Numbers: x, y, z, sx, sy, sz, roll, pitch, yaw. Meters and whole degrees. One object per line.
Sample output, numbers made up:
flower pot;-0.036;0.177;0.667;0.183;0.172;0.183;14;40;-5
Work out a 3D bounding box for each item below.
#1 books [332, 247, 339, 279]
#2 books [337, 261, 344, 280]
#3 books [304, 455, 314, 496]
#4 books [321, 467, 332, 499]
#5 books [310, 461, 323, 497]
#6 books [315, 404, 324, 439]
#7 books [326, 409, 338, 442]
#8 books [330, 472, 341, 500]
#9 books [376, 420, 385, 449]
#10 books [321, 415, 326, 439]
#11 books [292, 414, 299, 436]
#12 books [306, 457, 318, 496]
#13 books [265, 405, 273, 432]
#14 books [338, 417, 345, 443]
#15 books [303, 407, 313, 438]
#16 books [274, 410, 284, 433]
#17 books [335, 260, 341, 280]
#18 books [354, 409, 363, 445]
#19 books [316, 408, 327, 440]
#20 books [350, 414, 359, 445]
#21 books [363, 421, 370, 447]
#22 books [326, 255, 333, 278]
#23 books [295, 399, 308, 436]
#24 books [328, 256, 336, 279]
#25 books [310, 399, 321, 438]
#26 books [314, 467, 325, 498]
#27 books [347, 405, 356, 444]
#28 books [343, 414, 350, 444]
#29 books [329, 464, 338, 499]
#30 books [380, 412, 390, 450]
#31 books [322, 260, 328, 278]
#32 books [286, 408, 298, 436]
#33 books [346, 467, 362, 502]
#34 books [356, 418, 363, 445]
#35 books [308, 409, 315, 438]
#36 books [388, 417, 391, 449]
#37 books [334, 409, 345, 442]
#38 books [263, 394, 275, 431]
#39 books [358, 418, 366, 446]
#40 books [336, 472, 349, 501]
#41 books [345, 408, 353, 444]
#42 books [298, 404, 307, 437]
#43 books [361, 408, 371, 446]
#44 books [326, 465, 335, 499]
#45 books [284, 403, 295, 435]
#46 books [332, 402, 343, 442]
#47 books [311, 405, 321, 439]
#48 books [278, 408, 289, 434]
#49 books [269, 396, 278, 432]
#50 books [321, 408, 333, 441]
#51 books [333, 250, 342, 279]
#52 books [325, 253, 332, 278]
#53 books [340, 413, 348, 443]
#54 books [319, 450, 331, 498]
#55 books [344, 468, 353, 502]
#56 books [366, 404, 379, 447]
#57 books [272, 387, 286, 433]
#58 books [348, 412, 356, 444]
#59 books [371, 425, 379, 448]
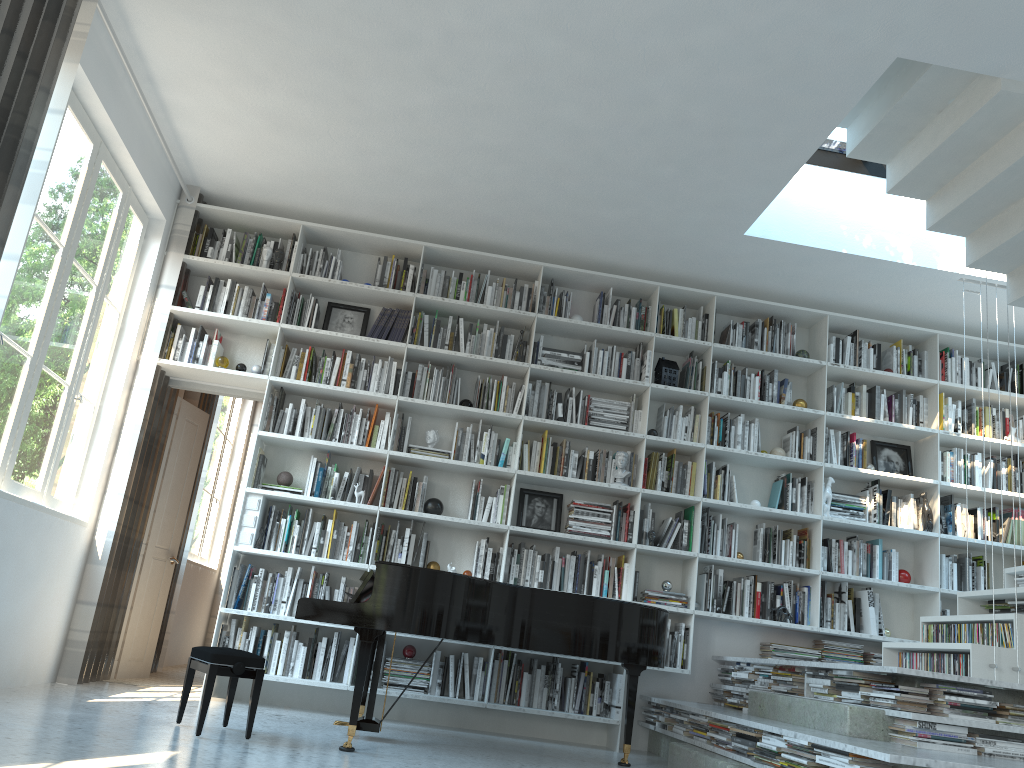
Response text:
books;-1.240;-0.794;6.229;0.007;0.300;0.146;9;-16;-5
books;-1.209;-0.743;6.224;0.013;0.209;0.137;9;-16;-5
books;-1.328;0.622;5.820;0.012;0.284;0.160;9;-16;-5
books;-1.219;0.670;5.838;0.030;0.230;0.148;9;-16;-5
books;-1.286;0.645;5.826;0.031;0.254;0.143;9;-16;-5
books;-1.285;0.281;5.925;0.011;0.270;0.158;9;-16;-5
books;-1.203;0.304;5.940;0.048;0.255;0.142;9;-16;-5
books;-1.155;0.690;5.802;0.029;0.189;0.189;9;-16;-5
books;-0.887;0.368;5.953;0.031;0.222;0.145;9;-16;-5
books;-1.257;0.321;5.929;0.010;0.203;0.139;9;-16;-5
books;-1.437;0.303;5.919;0.021;0.187;0.129;9;-16;-5
books;-1.311;0.630;5.818;0.024;0.272;0.151;9;-16;-5
books;-1.602;0.259;5.885;0.026;0.208;0.155;9;-16;-5
books;-1.138;0.338;5.932;0.021;0.204;0.130;9;-16;-5
books;-1.364;0.286;5.926;0.049;0.242;0.139;9;-16;-5
books;-1.536;0.279;5.875;0.037;0.181;0.189;9;-16;-5
books;-1.221;-0.744;6.212;0.014;0.201;0.171;9;-16;-5
books;-1.028;0.317;5.936;0.015;0.274;0.157;9;-16;-5
books;-1.268;0.296;5.907;0.024;0.236;0.167;9;-16;-5
books;-1.055;0.336;5.957;0.028;0.241;0.132;9;-16;-5
books;-0.974;0.362;5.939;0.013;0.203;0.162;9;-16;-5
books;-1.274;-0.764;6.202;0.013;0.219;0.181;9;-16;-5
books;-1.406;0.256;5.913;0.023;0.280;0.174;9;-16;-5
books;-1.257;-0.760;6.196;0.021;0.213;0.174;9;-16;-5
books;-1.314;0.263;5.917;0.011;0.292;0.184;9;-16;-5
books;-1.255;0.664;5.794;0.029;0.207;0.190;9;-16;-5
books;-1.080;0.301;5.958;0.011;0.303;0.130;9;-16;-5
books;-1.107;0.331;5.935;0.013;0.227;0.152;9;-16;-5
books;-1.172;0.661;5.821;0.011;0.249;0.172;9;-16;-5
books;-0.855;0.344;5.969;0.027;0.285;0.148;9;-16;-5
books;-1.308;-0.750;6.198;0.026;0.182;0.162;9;-16;-5
books;-1.454;0.280;5.877;0.028;0.203;0.188;9;-16;-5
books;-1.041;0.682;5.839;0.060;0.254;0.159;9;-16;-5
books;-1.021;0.350;5.942;0.012;0.216;0.160;9;-16;-5
books;-1.331;0.292;5.909;0.014;0.229;0.148;9;-16;-5
books;-0.826;0.363;5.968;0.036;0.257;0.123;9;-16;-5
books;-1.156;0.310;5.937;0.021;0.256;0.156;9;-16;-5
books;-1.617;0.223;5.903;0.012;0.284;0.160;9;-16;-5
books;-1.005;0.352;5.948;0.021;0.220;0.149;9;-16;-5
books;-1.115;0.694;5.841;0.056;0.213;0.143;9;-16;-5
books;-1.091;0.310;5.938;0.012;0.271;0.146;9;-16;-5
books;-1.390;0.273;5.901;0.011;0.245;0.177;9;-16;-5
books;-0.984;0.322;5.964;0.015;0.292;0.144;9;-16;-5
books;-1.191;0.664;5.837;0.022;0.248;0.129;9;-16;-5
books;-1.478;0.263;5.889;0.022;0.235;0.177;9;-16;-5
books;-1.168;0.284;5.932;0.013;0.299;0.152;9;-16;-5
books;-1.301;0.285;5.904;0.021;0.246;0.189;9;-16;-5
books;-1.513;0.275;5.898;0.042;0.208;0.144;9;-16;-5
books;-1.574;0.232;5.879;0.027;0.265;0.176;9;-16;-5
books;-1.236;0.301;5.918;0.023;0.241;0.185;9;-16;-5
books;-1.232;-0.785;6.240;0.015;0.292;0.131;9;-16;-5
books;-1.286;-0.779;6.214;0.013;0.252;0.129;9;-16;-5
books;-1.118;0.325;5.923;0.013;0.228;0.177;9;-16;-5
books;-1.232;0.616;5.845;0.011;0.335;0.154;9;-16;-5
books;-1.079;0.686;5.847;0.013;0.241;0.141;9;-16;-5
books;-0.942;0.308;5.958;0.035;0.324;0.170;9;-16;-5
books;-1.550;0.202;5.887;0.012;0.332;0.185;9;-16;-5
books;-1.072;0.326;5.947;0.011;0.251;0.139;9;-16;-5
books;-0.920;0.382;5.945;0.030;0.183;0.152;9;-16;-5
